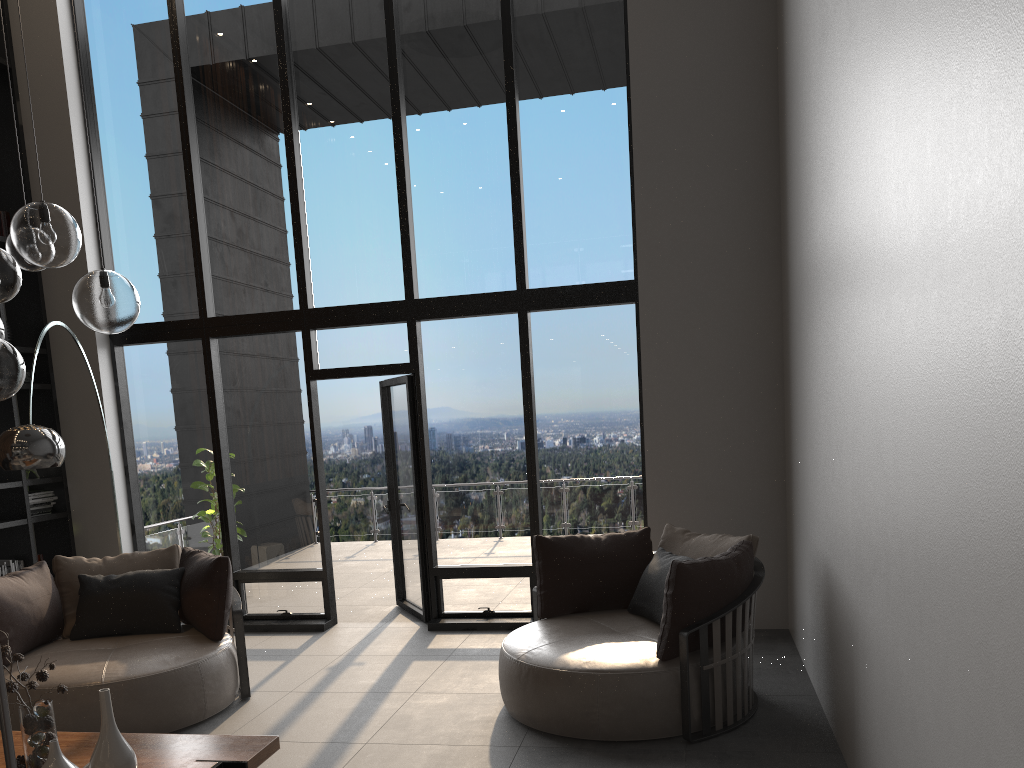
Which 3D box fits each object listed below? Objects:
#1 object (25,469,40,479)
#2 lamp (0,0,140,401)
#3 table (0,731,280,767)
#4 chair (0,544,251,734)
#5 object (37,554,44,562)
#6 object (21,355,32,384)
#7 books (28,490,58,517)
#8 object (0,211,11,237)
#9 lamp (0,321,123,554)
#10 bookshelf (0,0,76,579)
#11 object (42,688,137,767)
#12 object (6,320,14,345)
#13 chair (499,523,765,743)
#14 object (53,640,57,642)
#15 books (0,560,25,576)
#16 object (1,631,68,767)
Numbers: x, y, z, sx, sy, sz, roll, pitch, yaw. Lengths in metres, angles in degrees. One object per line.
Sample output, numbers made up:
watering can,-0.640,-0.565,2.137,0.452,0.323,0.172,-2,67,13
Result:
object,-3.908,0.624,6.976,0.131,0.285,0.248,-3,3,4
lamp,-2.019,-2.273,2.881,1.233,5.080,1.207,-2,7,9
table,-1.758,1.681,3.377,1.454,0.360,0.887,-4,-1,12
chair,-2.366,1.505,5.225,1.482,0.913,1.428,-3,1,38
object,-3.790,1.506,7.040,0.081,0.270,0.080,1,8,33
object,-3.867,-0.112,6.881,0.059,0.237,0.185,-2,4,14
books,-3.857,0.958,7.001,0.218,0.193,0.369,-3,0,12
object,-3.959,-1.217,6.811,0.102,0.234,0.100,-4,6,-4
lamp,-2.597,0.801,5.329,0.319,2.370,2.013,-5,4,-12
bookshelf,-4.071,-1.043,6.282,0.338,5.403,1.430,-2,7,12
object,-1.502,1.279,3.116,0.316,0.404,0.315,-1,4,31
object,-3.964,-0.382,6.825,0.141,0.221,0.139,-3,5,2
chair,0.654,1.313,4.869,1.446,0.913,1.464,-3,1,28
object,-3.841,1.881,5.291,0.436,0.395,3.994,-3,-2,13
books,-3.899,1.491,6.678,0.175,0.291,0.328,-2,2,12
object,-1.972,1.215,3.351,0.540,0.613,0.313,-4,5,-17
